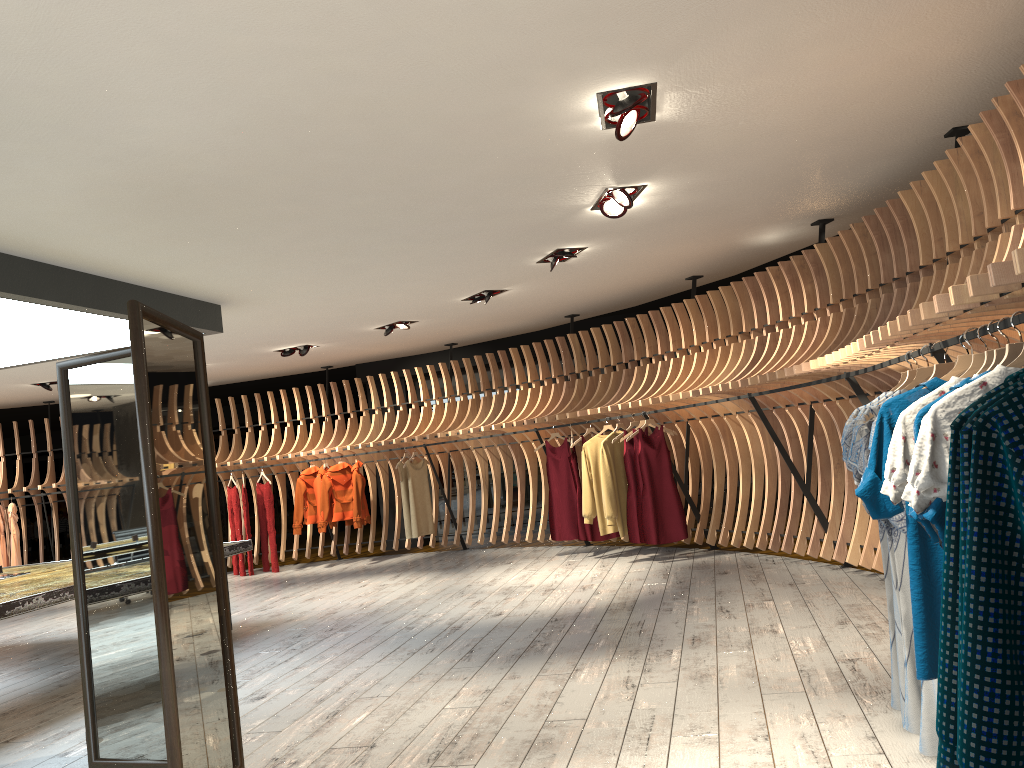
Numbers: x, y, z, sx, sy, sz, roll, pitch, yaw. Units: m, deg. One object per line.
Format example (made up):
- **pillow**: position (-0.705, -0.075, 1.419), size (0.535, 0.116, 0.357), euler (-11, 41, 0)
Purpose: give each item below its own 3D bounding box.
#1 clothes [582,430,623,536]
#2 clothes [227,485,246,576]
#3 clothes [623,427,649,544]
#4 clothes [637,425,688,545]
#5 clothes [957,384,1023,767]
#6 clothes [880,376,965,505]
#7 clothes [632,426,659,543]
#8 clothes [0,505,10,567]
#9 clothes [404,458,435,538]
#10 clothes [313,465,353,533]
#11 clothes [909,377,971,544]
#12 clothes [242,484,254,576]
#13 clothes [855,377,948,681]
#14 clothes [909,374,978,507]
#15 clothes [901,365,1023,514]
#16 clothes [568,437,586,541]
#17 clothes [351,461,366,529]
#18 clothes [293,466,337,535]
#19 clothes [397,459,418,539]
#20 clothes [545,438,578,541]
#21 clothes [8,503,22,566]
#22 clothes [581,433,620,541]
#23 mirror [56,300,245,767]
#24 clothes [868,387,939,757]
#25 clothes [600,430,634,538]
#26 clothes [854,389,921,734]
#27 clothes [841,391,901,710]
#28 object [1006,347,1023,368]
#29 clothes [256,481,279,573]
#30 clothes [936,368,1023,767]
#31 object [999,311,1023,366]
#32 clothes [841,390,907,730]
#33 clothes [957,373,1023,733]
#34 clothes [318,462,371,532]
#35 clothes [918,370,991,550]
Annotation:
- **clothes**: position (1.074, 1.015, 9.150), size (0.776, 1.054, 0.151), euler (-8, -5, 12)
- **clothes**: position (-3.786, 2.064, 12.190), size (0.093, 1.340, 0.550), euler (-4, -6, -33)
- **clothes**: position (1.308, 1.001, 8.786), size (0.444, 1.130, 0.126), euler (-6, -5, -16)
- **clothes**: position (1.421, 0.969, 8.553), size (0.444, 1.130, 0.126), euler (-6, -5, -16)
- **clothes**: position (1.334, 0.455, 1.798), size (0.913, 1.083, 0.237), euler (-9, -5, 17)
- **clothes**: position (1.504, 0.419, 2.607), size (0.743, 0.932, 0.158), euler (-9, -5, 16)
- **clothes**: position (1.391, 0.980, 8.641), size (0.443, 1.130, 0.126), euler (-8, -5, 9)
- **clothes**: position (-6.799, 2.181, 11.805), size (0.125, 1.157, 0.446), euler (-6, -5, -18)
- **clothes**: position (-1.182, 1.451, 11.370), size (0.096, 0.990, 0.465), euler (-10, -6, 29)
- **clothes**: position (-2.440, 1.525, 11.965), size (0.200, 0.882, 0.839), euler (-9, -5, 17)
- **clothes**: position (1.526, 0.426, 2.549), size (0.743, 0.962, 0.167), euler (-8, -5, 6)
- **clothes**: position (-3.623, 2.042, 12.170), size (0.093, 1.340, 0.550), euler (-6, -5, -18)
- **clothes**: position (1.482, 0.447, 2.757), size (0.737, 0.972, 0.167), euler (-9, -5, 21)
- **clothes**: position (1.491, 0.403, 2.413), size (0.742, 0.940, 0.161), euler (-8, -5, 6)
- **clothes**: position (1.376, 0.401, 2.168), size (0.734, 0.939, 0.164), euler (-9, -5, 16)
- **clothes**: position (0.718, 1.140, 9.681), size (0.126, 1.130, 0.443), euler (-8, -5, 4)
- **clothes**: position (-2.035, 1.459, 11.755), size (0.201, 0.882, 0.838), euler (-7, -5, -8)
- **clothes**: position (-2.672, 1.556, 11.980), size (0.200, 0.882, 0.839), euler (-10, -5, 27)
- **clothes**: position (-1.290, 1.468, 11.421), size (0.096, 0.990, 0.465), euler (-9, -5, 24)
- **clothes**: position (0.580, 1.172, 9.884), size (0.443, 1.130, 0.126), euler (-8, -5, 9)
- **clothes**: position (-6.644, 2.165, 11.857), size (0.125, 1.157, 0.446), euler (-5, -5, -23)
- **clothes**: position (0.912, 1.095, 9.404), size (0.444, 1.130, 0.126), euler (-5, -6, -26)
- **mirror**: position (-1.583, 0.785, 3.800), size (0.443, 1.895, 2.107), euler (-3, -6, -37)
- **clothes**: position (1.659, 0.707, 3.162), size (0.677, 1.436, 0.203), euler (-7, -5, -3)
- **clothes**: position (1.191, 0.987, 8.965), size (0.777, 1.054, 0.151), euler (-4, -6, -37)
- **clothes**: position (1.690, 0.712, 3.294), size (0.676, 1.436, 0.203), euler (-10, -6, 26)
- **clothes**: position (1.751, 0.724, 3.568), size (0.676, 1.436, 0.203), euler (-10, -6, 26)
- **object**: position (1.326, -0.058, 2.215), size (0.524, 0.284, 0.014), euler (-9, -5, 22)
- **clothes**: position (-3.340, 2.003, 12.125), size (0.093, 1.340, 0.550), euler (-3, -6, -38)
- **clothes**: position (1.380, 0.464, 2.002), size (0.913, 1.083, 0.237), euler (-8, -5, 12)
- **object**: position (1.378, -0.063, 2.380), size (0.525, 0.270, 0.012), euler (-7, -5, -3)
- **clothes**: position (1.722, 0.718, 3.431), size (0.677, 1.436, 0.203), euler (-7, -5, 2)
- **clothes**: position (1.360, 0.458, 1.881), size (0.913, 1.083, 0.237), euler (-8, -5, 12)
- **clothes**: position (-2.257, 1.494, 11.855), size (0.200, 0.882, 0.839), euler (-12, -6, 42)
- **clothes**: position (1.434, 0.422, 2.345), size (0.742, 0.951, 0.167), euler (-7, -5, -4)
